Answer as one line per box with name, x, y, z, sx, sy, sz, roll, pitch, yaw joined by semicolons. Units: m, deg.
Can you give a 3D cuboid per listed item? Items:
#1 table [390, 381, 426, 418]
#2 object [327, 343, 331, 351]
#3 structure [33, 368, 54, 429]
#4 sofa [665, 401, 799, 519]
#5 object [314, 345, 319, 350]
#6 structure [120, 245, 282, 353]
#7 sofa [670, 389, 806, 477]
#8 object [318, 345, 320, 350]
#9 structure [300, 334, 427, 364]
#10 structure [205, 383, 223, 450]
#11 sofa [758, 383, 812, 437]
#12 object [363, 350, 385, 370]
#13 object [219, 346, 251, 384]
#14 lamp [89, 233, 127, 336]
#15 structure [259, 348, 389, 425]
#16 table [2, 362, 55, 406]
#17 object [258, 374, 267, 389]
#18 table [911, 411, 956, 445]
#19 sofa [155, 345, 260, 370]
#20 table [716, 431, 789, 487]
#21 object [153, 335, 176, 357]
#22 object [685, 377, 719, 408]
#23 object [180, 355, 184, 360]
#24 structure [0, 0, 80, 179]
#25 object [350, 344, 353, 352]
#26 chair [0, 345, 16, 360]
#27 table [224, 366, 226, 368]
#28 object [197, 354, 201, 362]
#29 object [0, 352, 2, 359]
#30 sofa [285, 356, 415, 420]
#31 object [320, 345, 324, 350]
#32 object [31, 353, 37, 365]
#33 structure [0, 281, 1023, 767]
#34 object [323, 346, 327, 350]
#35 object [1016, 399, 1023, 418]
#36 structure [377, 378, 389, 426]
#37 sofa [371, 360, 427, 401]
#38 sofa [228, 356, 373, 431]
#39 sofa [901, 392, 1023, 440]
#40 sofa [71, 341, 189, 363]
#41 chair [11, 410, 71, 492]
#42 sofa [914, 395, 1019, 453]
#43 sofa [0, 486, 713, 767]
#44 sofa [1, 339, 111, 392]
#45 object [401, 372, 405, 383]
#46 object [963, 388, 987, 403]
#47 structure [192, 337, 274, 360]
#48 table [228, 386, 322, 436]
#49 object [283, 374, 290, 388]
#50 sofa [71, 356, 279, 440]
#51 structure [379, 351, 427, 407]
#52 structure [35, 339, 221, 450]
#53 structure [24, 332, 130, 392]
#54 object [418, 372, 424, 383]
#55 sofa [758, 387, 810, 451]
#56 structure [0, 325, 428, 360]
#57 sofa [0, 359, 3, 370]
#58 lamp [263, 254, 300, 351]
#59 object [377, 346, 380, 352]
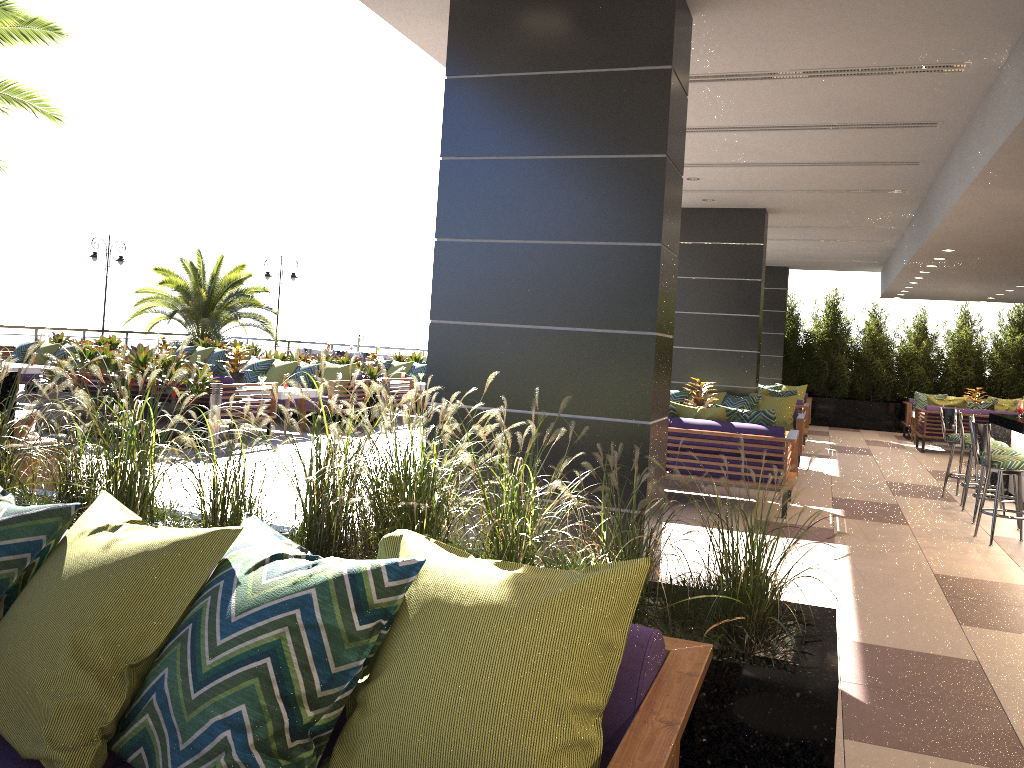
table;-2.379;0.211;15.249;2.039;0.554;0.940;4;2;20
object;-4.295;-0.875;20.748;0.085;0.190;0.066;3;-1;44
structure;-5.413;0.167;10.267;0.100;0.701;0.180;3;-1;19
sofa;1.535;0.586;8.251;2.128;0.920;1.118;4;1;20
object;-4.697;-0.831;21.257;0.105;0.209;0.105;4;0;-5
structure;-7.652;-1.801;22.134;3.797;3.306;3.755;3;1;-13
sofa;2.520;0.524;11.028;2.128;0.920;1.118;4;1;20
object;-4.666;-0.834;21.368;0.105;0.209;0.105;4;0;-5
structure;-2.842;-0.442;20.498;4.406;1.330;0.803;4;0;20
structure;-3.182;0.343;9.471;0.100;0.701;0.180;3;-1;19
sofa;4.458;0.403;16.493;2.128;0.920;1.118;4;1;20
object;-2.354;-0.327;15.221;0.425;0.527;0.429;4;0;32
object;-3.624;-0.248;11.651;0.431;0.527;0.424;4;1;37
lamp;-9.538;-1.875;20.737;0.264;3.331;1.120;3;-1;19
structure;-2.995;0.040;13.483;2.422;1.174;0.699;4;0;21
table;-7.852;-0.041;13.165;2.039;0.554;0.940;4;2;20
object;-3.162;-0.034;11.199;0.105;0.197;0.106;4;0;-38
table;8.134;0.862;15.472;2.039;0.554;0.940;4;2;20
sofa;-6.184;-0.328;17.862;2.128;0.920;1.118;4;1;20
table;2.003;0.737;9.618;2.039;0.554;0.940;4;2;20
object;-6.605;-0.662;16.727;0.424;0.527;0.431;3;1;-43
object;2.035;0.198;9.619;0.431;0.527;0.424;4;0;32
object;-6.077;-0.441;16.282;0.066;0.190;0.085;4;-1;-41
structure;-6.980;-2.646;8.651;4.716;6.509;4.733;4;0;37
object;-3.728;-0.826;20.549;0.069;0.181;0.069;4;-1;-8
chair;-10.323;-0.517;17.381;0.715;0.817;0.713;4;1;19
table;-6.582;-0.120;16.748;2.039;0.554;0.940;4;2;20
object;-5.976;-0.472;16.902;0.069;0.211;0.068;4;-1;7
object;-7.316;-0.359;12.620;0.082;0.198;0.069;4;-1;-29
sofa;-2.755;0.052;14.185;2.128;0.920;1.118;4;1;20
object;-4.563;-0.823;21.276;0.105;0.209;0.105;4;0;-5
object;-7.181;-0.376;13.279;0.066;0.190;0.085;4;-1;-41
structure;3.281;-0.395;7.876;7.826;3.123;24.700;4;3;19
object;-4.481;-0.814;21.183;0.105;0.209;0.105;4;0;-5
object;5.121;0.248;8.922;0.069;0.181;0.069;4;-1;-8
structure;-1.897;0.262;13.096;0.100;0.701;0.180;3;-1;19
sofa;-1.978;0.004;16.362;2.128;0.920;1.118;4;1;20
sofa;-3.231;0.085;12.756;2.128;0.920;1.118;4;1;20
sofa;8.566;0.651;16.712;2.128;0.920;1.118;4;1;20
sofa;-6.968;-0.280;15.688;2.128;0.920;1.118;4;1;20
chair;-2.778;0.535;4.412;0.715;0.817;0.714;4;1;19
sofa;7.709;0.705;14.293;2.128;0.920;1.118;4;1;20
sofa;-0.751;0.729;1.804;2.128;0.920;1.118;4;1;20
sofa;-7.443;-0.247;14.259;2.128;0.920;1.118;4;1;20
object;-1.820;-0.102;14.786;0.069;0.181;0.068;4;-1;7
object;8.119;0.320;15.488;0.431;0.527;0.424;4;1;37
structure;-5.963;-0.376;18.621;2.254;1.173;0.736;4;0;21
table;-3.650;0.290;11.666;2.039;0.554;0.940;4;2;20
object;-2.988;-0.043;11.714;0.066;0.190;0.085;4;-1;-41
sofa;-4.015;0.133;10.582;2.128;0.920;1.118;4;1;20
structure;-1.703;-0.042;17.137;2.254;1.173;0.736;4;0;21
structure;-4.283;0.120;9.861;2.254;1.173;0.736;4;0;21
structure;-7.274;-0.296;14.989;2.250;1.173;0.713;4;0;16
object;-1.582;-0.122;15.405;0.105;0.197;0.106;4;0;-38
sofa;3.600;0.456;14.075;2.128;0.920;1.118;4;1;20
structure;-5.314;-0.174;14.007;12.932;1.059;17.483;4;3;19
sofa;-8.220;-0.198;12.083;2.128;0.920;1.118;4;1;20
lamp;-6.192;-1.782;23.390;1.123;3.331;0.263;3;-1;20
object;-3.066;-0.789;20.314;0.069;0.211;0.068;4;-1;2
